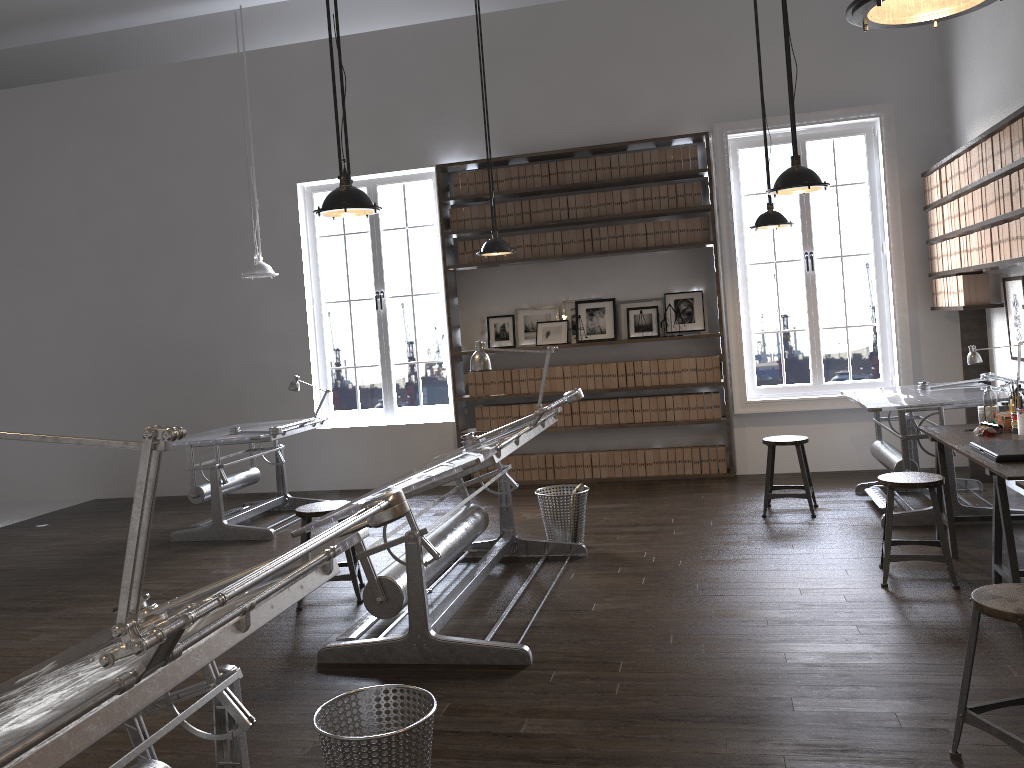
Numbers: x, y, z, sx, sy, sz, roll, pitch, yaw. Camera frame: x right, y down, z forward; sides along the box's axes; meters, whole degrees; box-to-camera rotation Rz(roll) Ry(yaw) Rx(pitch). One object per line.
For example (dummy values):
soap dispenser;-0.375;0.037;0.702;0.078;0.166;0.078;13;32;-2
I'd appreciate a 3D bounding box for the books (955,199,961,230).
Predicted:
books;3.274;-1.216;6.323;0.174;0.225;0.067;-4;1;13

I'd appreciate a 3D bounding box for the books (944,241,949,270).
books;3.379;-0.980;6.704;0.174;0.225;0.067;-4;1;13

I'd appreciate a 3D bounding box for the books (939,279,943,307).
books;3.454;-0.722;6.943;0.174;0.225;0.067;-4;1;13

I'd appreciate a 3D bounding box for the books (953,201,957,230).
books;3.296;-1.222;6.394;0.174;0.225;0.067;-4;1;13

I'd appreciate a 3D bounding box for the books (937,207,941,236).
books;3.401;-1.266;6.862;0.174;0.225;0.067;-4;1;13

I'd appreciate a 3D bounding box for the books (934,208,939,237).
books;3.410;-1.270;6.929;0.174;0.225;0.067;-4;1;13

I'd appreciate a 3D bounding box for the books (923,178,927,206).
books;3.450;-1.569;7.201;0.174;0.225;0.067;-4;1;13

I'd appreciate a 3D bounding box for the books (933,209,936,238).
books;3.429;-1.276;6.993;0.174;0.225;0.067;-4;1;13

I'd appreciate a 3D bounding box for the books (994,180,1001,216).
books;3.072;-1.145;5.434;0.174;0.225;0.067;-4;1;13

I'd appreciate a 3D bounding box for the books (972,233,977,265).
books;3.222;-0.916;5.991;0.174;0.225;0.067;-4;1;13

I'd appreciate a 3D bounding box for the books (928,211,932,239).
books;3.456;-1.286;7.126;0.174;0.225;0.067;-4;1;13

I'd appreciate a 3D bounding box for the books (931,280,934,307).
books;3.522;-0.744;7.212;0.174;0.225;0.067;-4;1;13

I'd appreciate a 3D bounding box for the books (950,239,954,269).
books;3.355;-0.969;6.564;0.174;0.225;0.067;-4;1;13

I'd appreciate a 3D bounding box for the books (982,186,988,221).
books;3.140;-1.168;5.710;0.174;0.225;0.067;-4;1;13

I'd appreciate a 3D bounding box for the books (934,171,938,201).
books;3.374;-1.541;6.855;0.174;0.225;0.067;-4;1;13

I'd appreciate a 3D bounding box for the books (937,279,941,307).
books;3.472;-0.727;7.004;0.174;0.225;0.067;-4;1;13

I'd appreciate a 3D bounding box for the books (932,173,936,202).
books;3.393;-1.547;6.923;0.174;0.225;0.067;-4;1;13

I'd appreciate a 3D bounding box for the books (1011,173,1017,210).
books;3.015;-1.123;5.152;0.174;0.225;0.067;-4;1;13

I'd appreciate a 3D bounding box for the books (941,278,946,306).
books;3.438;-0.717;6.872;0.174;0.225;0.067;-4;1;13

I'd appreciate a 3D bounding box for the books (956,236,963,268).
books;3.302;-0.952;6.363;0.174;0.225;0.067;-4;1;13

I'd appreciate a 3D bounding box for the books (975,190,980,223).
books;3.170;-1.179;5.850;0.174;0.225;0.067;-4;1;13

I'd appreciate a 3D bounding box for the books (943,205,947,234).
books;3.353;-1.244;6.662;0.174;0.225;0.067;-4;1;13

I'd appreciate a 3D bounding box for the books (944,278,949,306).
books;3.425;-0.711;6.801;0.174;0.225;0.067;-4;1;13

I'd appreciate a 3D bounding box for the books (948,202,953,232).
books;3.318;-1.232;6.521;0.174;0.225;0.067;-4;1;13

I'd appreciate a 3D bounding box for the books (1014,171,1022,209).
books;2.995;-1.117;5.084;0.174;0.225;0.067;-4;1;13

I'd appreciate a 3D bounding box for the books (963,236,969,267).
books;3.266;-0.932;6.196;0.174;0.225;0.067;-4;1;13

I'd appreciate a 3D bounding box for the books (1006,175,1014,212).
books;3.026;-1.129;5.226;0.174;0.225;0.067;-4;1;13

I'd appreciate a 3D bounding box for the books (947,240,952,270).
books;3.367;-0.974;6.633;0.174;0.225;0.067;-4;1;13

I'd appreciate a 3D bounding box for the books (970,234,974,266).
books;3.241;-0.921;6.058;0.174;0.225;0.067;-4;1;13

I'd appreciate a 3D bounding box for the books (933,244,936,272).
books;3.471;-1.010;7.080;0.174;0.225;0.067;-4;1;13

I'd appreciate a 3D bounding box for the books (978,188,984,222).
books;3.152;-1.173;5.780;0.174;0.225;0.067;-4;1;13

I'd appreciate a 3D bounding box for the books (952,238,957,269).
books;3.338;-0.963;6.496;0.174;0.225;0.067;-4;1;13

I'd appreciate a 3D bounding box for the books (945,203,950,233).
books;3.334;-1.238;6.592;0.174;0.225;0.067;-4;1;13

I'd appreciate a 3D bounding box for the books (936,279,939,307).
books;3.489;-0.733;7.067;0.174;0.225;0.067;-4;1;13

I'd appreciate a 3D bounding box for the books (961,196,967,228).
books;3.243;-1.205;6.181;0.174;0.225;0.067;-4;1;13

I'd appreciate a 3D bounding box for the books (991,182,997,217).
books;3.088;-1.151;5.505;0.174;0.225;0.067;-4;1;13

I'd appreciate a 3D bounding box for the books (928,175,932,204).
books;3.422;-1.558;7.059;0.174;0.225;0.067;-4;1;13

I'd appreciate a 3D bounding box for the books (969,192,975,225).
books;3.195;-1.189;5.977;0.174;0.225;0.067;-4;1;13

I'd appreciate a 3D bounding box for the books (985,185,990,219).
books;3.127;-1.162;5.642;0.174;0.225;0.067;-4;1;13

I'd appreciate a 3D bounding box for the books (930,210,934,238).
books;3.442;-1.281;7.055;0.174;0.225;0.067;-4;1;13

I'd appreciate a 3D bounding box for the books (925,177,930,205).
books;3.434;-1.563;7.130;0.174;0.225;0.067;-4;1;13

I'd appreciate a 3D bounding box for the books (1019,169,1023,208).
books;2.984;-1.112;5.014;0.174;0.225;0.067;-4;1;13

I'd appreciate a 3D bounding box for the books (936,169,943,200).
books;3.360;-1.535;6.784;0.174;0.225;0.067;-4;1;13

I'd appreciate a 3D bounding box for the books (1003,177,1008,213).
books;3.048;-1.135;5.297;0.174;0.225;0.067;-4;1;13

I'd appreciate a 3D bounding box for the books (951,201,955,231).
books;3.308;-1.228;6.459;0.174;0.225;0.067;-4;1;13

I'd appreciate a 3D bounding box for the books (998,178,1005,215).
books;3.063;-1.141;5.372;0.174;0.225;0.067;-4;1;13

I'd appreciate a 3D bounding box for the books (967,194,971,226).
books;3.216;-1.194;6.042;0.174;0.225;0.067;-4;1;13

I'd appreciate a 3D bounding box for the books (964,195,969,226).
books;3.232;-1.200;6.111;0.174;0.225;0.067;-4;1;13

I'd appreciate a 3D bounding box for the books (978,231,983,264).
books;3.187;-0.904;5.851;0.174;0.225;0.067;-4;1;13

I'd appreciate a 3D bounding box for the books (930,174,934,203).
books;3.410;-1.552;6.990;0.174;0.225;0.067;-4;1;13

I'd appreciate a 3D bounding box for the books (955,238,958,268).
books;3.320;-0.958;6.424;0.174;0.225;0.067;-4;1;13

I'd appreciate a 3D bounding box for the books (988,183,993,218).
books;3.107;-1.157;5.575;0.174;0.225;0.067;-4;1;13

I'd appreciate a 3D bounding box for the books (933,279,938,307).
books;3.500;-0.738;7.140;0.174;0.225;0.067;-4;1;13

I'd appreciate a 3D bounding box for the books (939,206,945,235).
books;3.385;-1.260;6.793;0.174;0.225;0.067;-4;1;13

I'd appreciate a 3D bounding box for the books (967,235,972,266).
books;3.255;-0.927;6.127;0.174;0.225;0.067;-4;1;13

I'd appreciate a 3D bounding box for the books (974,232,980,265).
books;3.203;-0.910;5.921;0.174;0.225;0.067;-4;1;13

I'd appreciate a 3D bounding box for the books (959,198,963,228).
books;3.263;-1.211;6.249;0.174;0.225;0.067;-4;1;13

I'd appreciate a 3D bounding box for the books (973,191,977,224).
books;3.185;-1.184;5.911;0.174;0.225;0.067;-4;1;13

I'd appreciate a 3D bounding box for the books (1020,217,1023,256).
books;3.001;-0.846;5.033;0.174;0.225;0.067;-4;1;13

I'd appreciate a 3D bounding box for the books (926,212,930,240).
books;3.475;-1.292;7.193;0.174;0.225;0.067;-4;1;13
